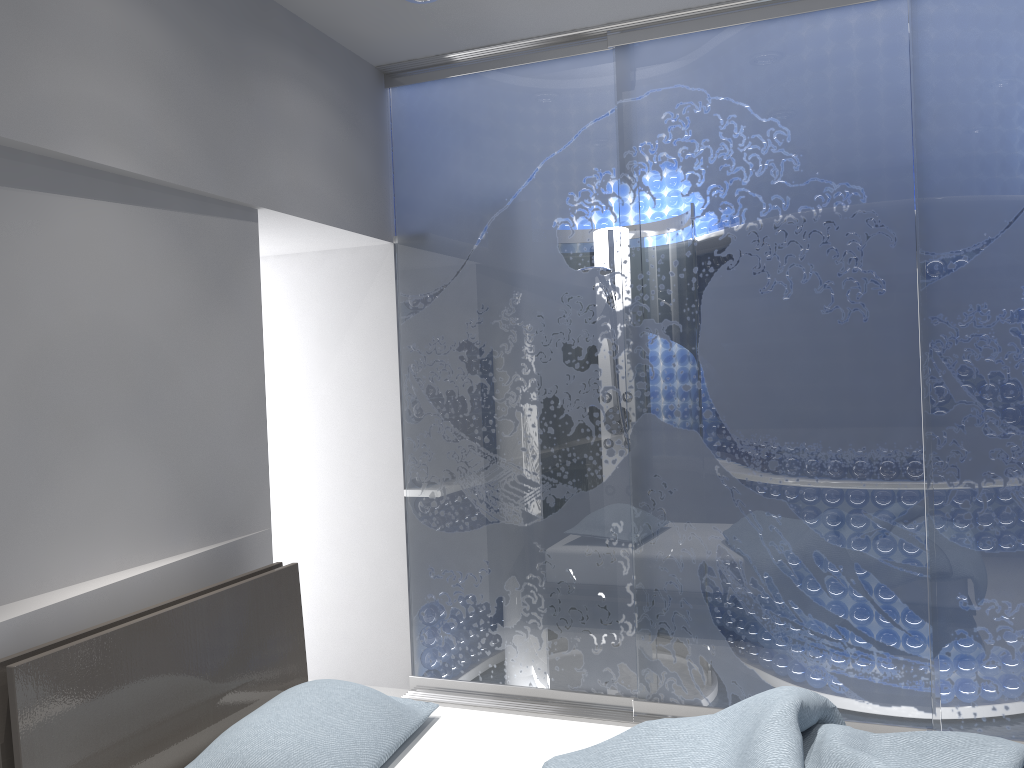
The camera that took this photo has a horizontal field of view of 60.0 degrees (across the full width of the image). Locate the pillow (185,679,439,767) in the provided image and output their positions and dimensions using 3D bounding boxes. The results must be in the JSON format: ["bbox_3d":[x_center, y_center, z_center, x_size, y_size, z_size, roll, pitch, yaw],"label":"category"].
[{"bbox_3d":[-0.508,0.891,2.261,0.417,0.173,0.746,-2,1,16],"label":"pillow"}]

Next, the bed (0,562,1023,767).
[{"bbox_3d":[0.138,0.925,1.941,2.319,0.752,1.411,-2,1,21],"label":"bed"}]
